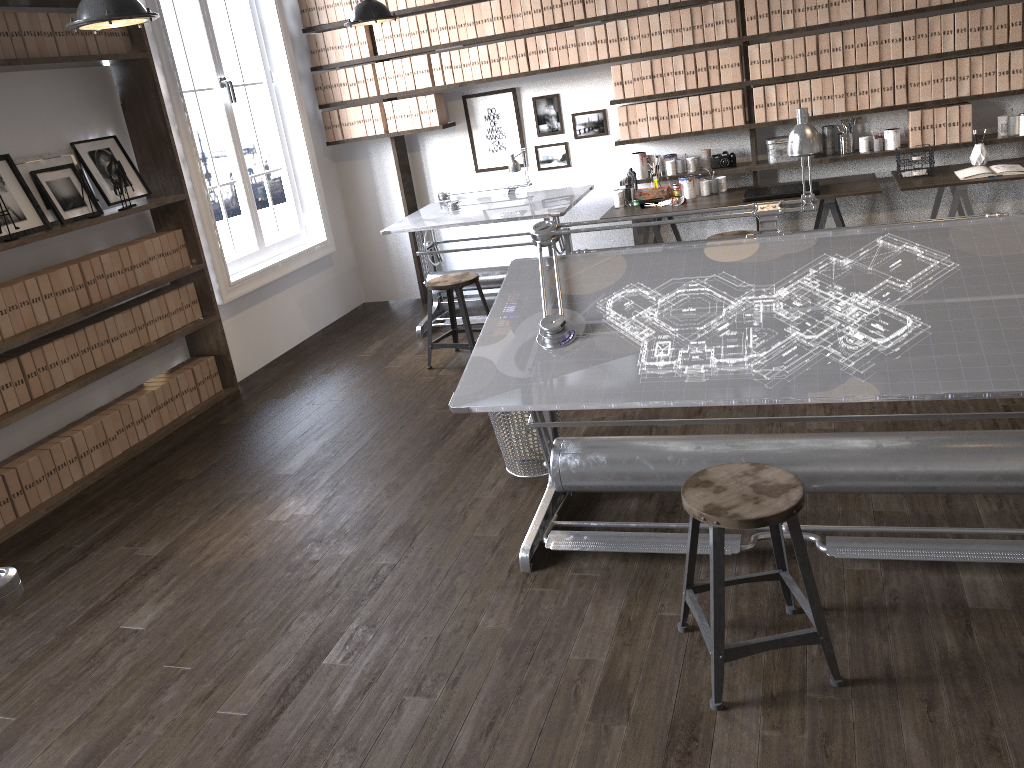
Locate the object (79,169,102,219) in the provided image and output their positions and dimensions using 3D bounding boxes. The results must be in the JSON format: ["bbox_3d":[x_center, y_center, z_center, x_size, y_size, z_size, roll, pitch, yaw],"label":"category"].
[{"bbox_3d":[-2.210,-0.991,4.615,0.040,0.256,0.126,-3,18,20],"label":"object"}]

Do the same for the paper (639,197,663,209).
[{"bbox_3d":[0.915,-1.184,5.790,0.155,0.037,0.139,-7,19,6],"label":"paper"}]

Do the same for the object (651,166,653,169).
[{"bbox_3d":[0.952,-1.383,5.907,0.033,0.145,0.005,-3,18,21],"label":"object"}]

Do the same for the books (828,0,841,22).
[{"bbox_3d":[1.996,-2.353,5.480,0.066,0.222,0.177,-3,19,20],"label":"books"}]

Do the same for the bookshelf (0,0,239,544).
[{"bbox_3d":[-2.468,-0.564,4.246,0.412,3.670,2.512,-3,19,20],"label":"bookshelf"}]

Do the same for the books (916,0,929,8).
[{"bbox_3d":[2.455,-2.368,5.312,0.067,0.222,0.177,-3,19,20],"label":"books"}]

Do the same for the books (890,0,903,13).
[{"bbox_3d":[2.320,-2.364,5.363,0.066,0.222,0.177,-3,19,20],"label":"books"}]

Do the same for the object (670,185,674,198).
[{"bbox_3d":[1.086,-1.281,5.915,0.060,0.087,0.060,-4,18,15],"label":"object"}]

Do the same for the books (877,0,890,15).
[{"bbox_3d":[2.256,-2.363,5.390,0.066,0.222,0.177,-3,19,20],"label":"books"}]

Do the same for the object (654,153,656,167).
[{"bbox_3d":[0.961,-1.422,5.895,0.007,0.225,0.021,1,20,31],"label":"object"}]

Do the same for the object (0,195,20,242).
[{"bbox_3d":[-2.372,-0.780,4.091,0.040,0.256,0.177,-3,19,20],"label":"object"}]

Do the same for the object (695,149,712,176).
[{"bbox_3d":[1.331,-1.509,6.029,0.107,0.159,0.239,-14,19,-13],"label":"object"}]

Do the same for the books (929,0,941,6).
[{"bbox_3d":[2.516,-2.372,5.295,0.066,0.222,0.177,-3,19,20],"label":"books"}]

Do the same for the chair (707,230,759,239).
[{"bbox_3d":[1.344,-0.623,5.283,0.371,0.520,0.363,0,20,28],"label":"chair"}]

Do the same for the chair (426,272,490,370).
[{"bbox_3d":[-0.319,-0.385,5.379,0.371,0.520,0.363,0,20,28],"label":"chair"}]

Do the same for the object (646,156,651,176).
[{"bbox_3d":[0.936,-1.520,6.177,0.050,0.137,0.052,-4,18,17],"label":"object"}]

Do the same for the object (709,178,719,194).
[{"bbox_3d":[1.337,-1.309,5.856,0.063,0.092,0.064,-16,19,-19],"label":"object"}]

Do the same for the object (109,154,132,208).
[{"bbox_3d":[-2.146,-1.104,4.838,0.040,0.300,0.120,-3,18,20],"label":"object"}]

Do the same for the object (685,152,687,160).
[{"bbox_3d":[1.198,-1.532,6.103,0.030,0.131,0.004,6,23,41],"label":"object"}]

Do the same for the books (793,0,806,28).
[{"bbox_3d":[1.803,-2.346,5.549,0.066,0.222,0.177,-3,19,20],"label":"books"}]

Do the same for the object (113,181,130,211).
[{"bbox_3d":[-2.120,-1.019,4.792,0.040,0.163,0.067,-3,18,20],"label":"object"}]

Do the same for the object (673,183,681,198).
[{"bbox_3d":[1.089,-1.270,5.845,0.049,0.110,0.050,-4,18,16],"label":"object"}]

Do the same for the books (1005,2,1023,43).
[{"bbox_3d":[2.958,-2.128,5.230,0.067,0.222,0.177,-3,19,20],"label":"books"}]

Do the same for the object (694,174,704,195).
[{"bbox_3d":[1.239,-1.335,5.936,0.095,0.126,0.095,-1,19,23],"label":"object"}]

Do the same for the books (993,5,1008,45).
[{"bbox_3d":[2.890,-2.127,5.259,0.066,0.222,0.177,-3,19,20],"label":"books"}]

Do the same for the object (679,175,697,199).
[{"bbox_3d":[1.161,-1.299,5.854,0.105,0.139,0.105,-5,18,12],"label":"object"}]

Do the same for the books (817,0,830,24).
[{"bbox_3d":[1.931,-2.349,5.498,0.067,0.222,0.177,-3,19,20],"label":"books"}]

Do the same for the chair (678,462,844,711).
[{"bbox_3d":[0.642,0.519,2.395,0.358,0.520,0.377,-10,18,-1],"label":"chair"}]

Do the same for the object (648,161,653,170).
[{"bbox_3d":[0.950,-1.398,5.893,0.071,0.183,0.008,-3,18,21],"label":"object"}]

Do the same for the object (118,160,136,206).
[{"bbox_3d":[-2.148,-1.109,4.915,0.040,0.258,0.112,-3,18,20],"label":"object"}]

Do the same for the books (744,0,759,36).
[{"bbox_3d":[1.529,-2.336,5.647,0.066,0.222,0.177,-3,19,20],"label":"books"}]

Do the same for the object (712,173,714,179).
[{"bbox_3d":[1.336,-1.353,5.920,0.036,0.116,0.005,-5,17,14],"label":"object"}]

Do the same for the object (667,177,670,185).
[{"bbox_3d":[1.056,-1.310,5.910,0.033,0.145,0.005,-3,18,21],"label":"object"}]

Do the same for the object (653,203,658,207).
[{"bbox_3d":[0.932,-1.162,5.751,0.006,0.006,0.159,-9,19,0],"label":"object"}]

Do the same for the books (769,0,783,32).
[{"bbox_3d":[1.670,-2.341,5.597,0.066,0.222,0.177,-3,19,20],"label":"books"}]

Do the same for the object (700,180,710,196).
[{"bbox_3d":[1.272,-1.291,5.835,0.062,0.093,0.062,-19,20,-28],"label":"object"}]

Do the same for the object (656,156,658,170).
[{"bbox_3d":[0.959,-1.406,5.875,0.007,0.211,0.055,-20,20,-32],"label":"object"}]

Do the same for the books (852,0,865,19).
[{"bbox_3d":[2.122,-2.356,5.431,0.067,0.222,0.177,-3,19,20],"label":"books"}]

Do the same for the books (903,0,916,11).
[{"bbox_3d":[2.387,-2.366,5.336,0.066,0.222,0.177,-3,19,20],"label":"books"}]

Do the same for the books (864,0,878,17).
[{"bbox_3d":[2.189,-2.360,5.412,0.066,0.222,0.177,-3,19,20],"label":"books"}]

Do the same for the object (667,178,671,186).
[{"bbox_3d":[1.062,-1.309,5.902,0.040,0.128,0.005,-2,18,22],"label":"object"}]

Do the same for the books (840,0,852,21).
[{"bbox_3d":[2.054,-2.354,5.457,0.066,0.222,0.177,-3,19,20],"label":"books"}]

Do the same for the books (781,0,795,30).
[{"bbox_3d":[1.735,-2.342,5.569,0.066,0.222,0.177,-3,19,20],"label":"books"}]

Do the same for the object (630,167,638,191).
[{"bbox_3d":[0.821,-1.359,6.037,0.069,0.226,0.069,-4,18,17],"label":"object"}]

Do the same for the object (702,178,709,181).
[{"bbox_3d":[1.291,-1.314,5.891,0.045,0.099,0.045,-3,18,19],"label":"object"}]

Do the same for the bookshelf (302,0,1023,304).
[{"bbox_3d":[3.035,-1.632,5.484,9.168,3.162,0.379,-2,18,20],"label":"bookshelf"}]

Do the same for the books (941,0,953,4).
[{"bbox_3d":[2.579,-2.375,5.275,0.066,0.222,0.177,-3,19,20],"label":"books"}]

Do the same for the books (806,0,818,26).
[{"bbox_3d":[1.870,-2.348,5.526,0.066,0.222,0.177,-3,19,20],"label":"books"}]

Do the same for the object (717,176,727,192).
[{"bbox_3d":[1.395,-1.328,5.884,0.062,0.093,0.062,-16,19,-19],"label":"object"}]

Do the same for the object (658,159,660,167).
[{"bbox_3d":[0.968,-1.406,5.888,0.055,0.190,0.007,-3,18,19],"label":"object"}]

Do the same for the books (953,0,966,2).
[{"bbox_3d":[2.647,-2.376,5.245,0.067,0.222,0.177,-3,19,20],"label":"books"}]

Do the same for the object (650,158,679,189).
[{"bbox_3d":[1.048,-1.425,5.995,0.077,0.144,0.349,6,24,40],"label":"object"}]

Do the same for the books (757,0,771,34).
[{"bbox_3d":[1.597,-2.336,5.617,0.067,0.222,0.177,-3,19,20],"label":"books"}]
